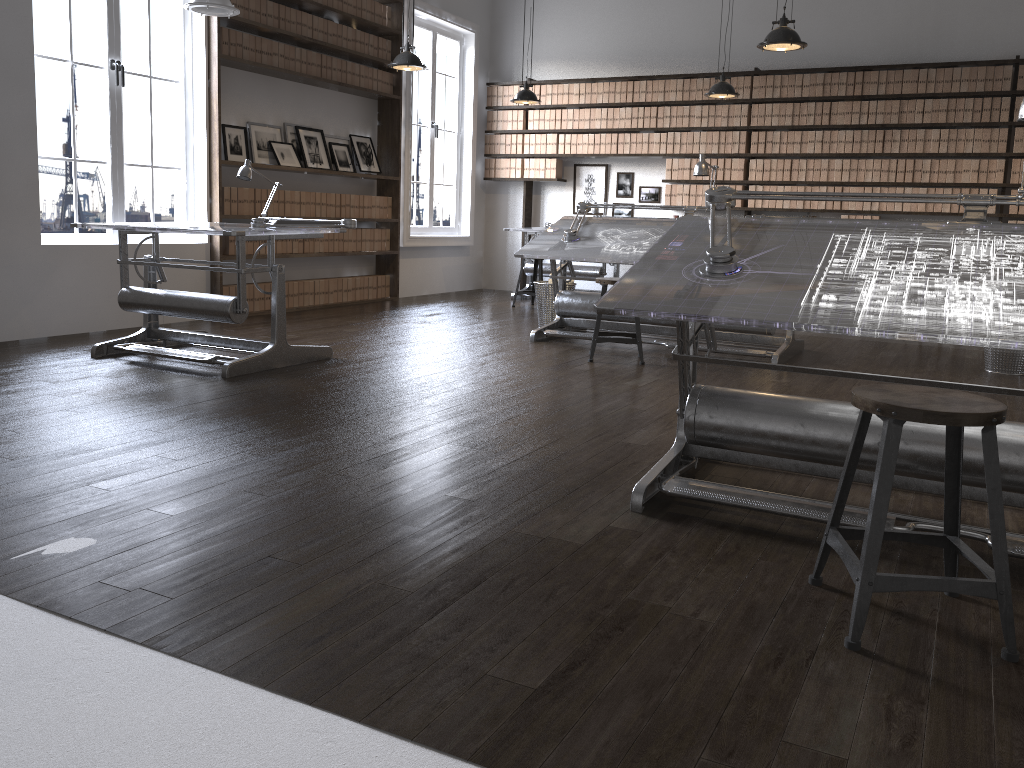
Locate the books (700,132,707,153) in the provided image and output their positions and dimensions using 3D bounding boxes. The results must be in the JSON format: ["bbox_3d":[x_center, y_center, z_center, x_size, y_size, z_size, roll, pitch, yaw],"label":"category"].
[{"bbox_3d":[2.044,-2.540,9.349,0.067,0.224,0.175,6,10,27],"label":"books"}]

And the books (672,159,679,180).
[{"bbox_3d":[1.781,-2.300,9.516,0.067,0.224,0.175,6,10,27],"label":"books"}]

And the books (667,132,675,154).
[{"bbox_3d":[1.728,-2.580,9.508,0.067,0.224,0.175,6,10,27],"label":"books"}]

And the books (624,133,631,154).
[{"bbox_3d":[1.295,-2.631,9.733,0.067,0.224,0.175,6,10,27],"label":"books"}]

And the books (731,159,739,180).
[{"bbox_3d":[2.344,-2.227,9.228,0.067,0.224,0.175,6,10,27],"label":"books"}]

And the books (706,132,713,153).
[{"bbox_3d":[2.100,-2.533,9.322,0.067,0.224,0.175,6,10,27],"label":"books"}]

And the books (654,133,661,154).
[{"bbox_3d":[1.596,-2.591,9.580,0.067,0.224,0.175,6,10,27],"label":"books"}]

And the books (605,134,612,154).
[{"bbox_3d":[1.102,-2.657,9.838,0.067,0.224,0.175,6,10,27],"label":"books"}]

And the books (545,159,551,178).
[{"bbox_3d":[0.451,-2.475,10.205,0.067,0.224,0.175,6,10,27],"label":"books"}]

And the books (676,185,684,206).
[{"bbox_3d":[1.829,-2.027,9.523,0.067,0.224,0.175,6,10,27],"label":"books"}]

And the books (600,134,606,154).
[{"bbox_3d":[1.043,-2.664,9.865,0.067,0.224,0.175,6,10,27],"label":"books"}]

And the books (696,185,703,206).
[{"bbox_3d":[2.019,-2.003,9.430,0.067,0.224,0.175,6,10,27],"label":"books"}]

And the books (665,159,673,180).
[{"bbox_3d":[1.717,-2.308,9.547,0.067,0.224,0.175,6,10,27],"label":"books"}]

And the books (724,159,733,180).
[{"bbox_3d":[2.278,-2.236,9.265,0.067,0.224,0.175,6,10,27],"label":"books"}]

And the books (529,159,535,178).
[{"bbox_3d":[0.273,-2.498,10.292,0.067,0.224,0.175,6,10,27],"label":"books"}]

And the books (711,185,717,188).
[{"bbox_3d":[2.142,-1.985,9.359,0.067,0.224,0.175,6,10,27],"label":"books"}]

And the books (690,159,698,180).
[{"bbox_3d":[1.957,-2.278,9.429,0.067,0.224,0.175,6,10,27],"label":"books"}]

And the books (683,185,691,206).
[{"bbox_3d":[1.893,-2.018,9.488,0.067,0.224,0.175,6,10,27],"label":"books"}]

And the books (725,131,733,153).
[{"bbox_3d":[2.282,-2.509,9.229,0.067,0.224,0.175,6,10,27],"label":"books"}]

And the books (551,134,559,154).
[{"bbox_3d":[0.520,-2.738,10.129,0.067,0.224,0.175,6,10,27],"label":"books"}]

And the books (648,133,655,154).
[{"bbox_3d":[1.541,-2.599,9.610,0.067,0.224,0.175,6,10,27],"label":"books"}]

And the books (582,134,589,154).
[{"bbox_3d":[0.858,-2.688,9.959,0.067,0.224,0.175,6,10,27],"label":"books"}]

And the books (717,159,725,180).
[{"bbox_3d":[2.210,-2.244,9.293,0.067,0.224,0.175,6,10,27],"label":"books"}]

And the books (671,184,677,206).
[{"bbox_3d":[1.774,-2.034,9.553,0.067,0.224,0.175,6,10,27],"label":"books"}]

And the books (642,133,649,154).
[{"bbox_3d":[1.479,-2.606,9.637,0.067,0.224,0.175,6,10,27],"label":"books"}]

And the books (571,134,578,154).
[{"bbox_3d":[0.736,-2.704,10.025,0.067,0.224,0.175,6,10,27],"label":"books"}]

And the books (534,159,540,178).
[{"bbox_3d":[0.329,-2.491,10.265,0.067,0.224,0.175,6,10,27],"label":"books"}]

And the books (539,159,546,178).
[{"bbox_3d":[0.386,-2.482,10.230,0.067,0.224,0.175,6,10,27],"label":"books"}]

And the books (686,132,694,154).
[{"bbox_3d":[1.918,-2.557,9.416,0.067,0.224,0.175,6,10,27],"label":"books"}]

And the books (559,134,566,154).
[{"bbox_3d":[0.600,-2.722,10.092,0.067,0.224,0.175,6,10,27],"label":"books"}]

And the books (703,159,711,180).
[{"bbox_3d":[2.081,-2.261,9.361,0.067,0.224,0.175,6,10,27],"label":"books"}]

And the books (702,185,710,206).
[{"bbox_3d":[2.079,-1.994,9.395,0.067,0.224,0.175,6,10,27],"label":"books"}]

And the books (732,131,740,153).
[{"bbox_3d":[2.343,-2.500,9.194,0.067,0.224,0.175,6,10,27],"label":"books"}]

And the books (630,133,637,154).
[{"bbox_3d":[1.360,-2.623,9.705,0.067,0.224,0.175,6,10,27],"label":"books"}]

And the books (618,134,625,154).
[{"bbox_3d":[1.234,-2.639,9.770,0.067,0.224,0.175,6,10,27],"label":"books"}]

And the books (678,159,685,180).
[{"bbox_3d":[1.838,-2.293,9.489,0.067,0.224,0.175,6,10,27],"label":"books"}]

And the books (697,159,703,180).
[{"bbox_3d":[2.020,-2.270,9.397,0.067,0.224,0.175,6,10,27],"label":"books"}]

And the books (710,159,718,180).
[{"bbox_3d":[2.146,-2.253,9.332,0.067,0.224,0.175,6,10,27],"label":"books"}]

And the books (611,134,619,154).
[{"bbox_3d":[1.165,-2.647,9.799,0.067,0.224,0.175,6,10,27],"label":"books"}]

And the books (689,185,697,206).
[{"bbox_3d":[1.957,-2.010,9.460,0.067,0.224,0.175,6,10,27],"label":"books"}]

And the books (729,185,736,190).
[{"bbox_3d":[2.323,-1.963,9.273,0.067,0.224,0.175,6,10,27],"label":"books"}]

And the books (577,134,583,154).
[{"bbox_3d":[0.798,-2.697,9.995,0.067,0.224,0.175,6,10,27],"label":"books"}]

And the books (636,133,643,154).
[{"bbox_3d":[1.422,-2.615,9.672,0.067,0.224,0.175,6,10,27],"label":"books"}]

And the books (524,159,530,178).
[{"bbox_3d":[0.207,-2.506,10.323,0.067,0.224,0.175,6,10,27],"label":"books"}]

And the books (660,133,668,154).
[{"bbox_3d":[1.659,-2.583,9.546,0.067,0.224,0.175,6,10,27],"label":"books"}]

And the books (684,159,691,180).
[{"bbox_3d":[1.895,-2.285,9.454,0.067,0.224,0.175,6,10,27],"label":"books"}]

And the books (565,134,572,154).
[{"bbox_3d":[0.672,-2.712,10.053,0.067,0.224,0.175,6,10,27],"label":"books"}]

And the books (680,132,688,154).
[{"bbox_3d":[1.857,-2.565,9.449,0.067,0.224,0.175,6,10,27],"label":"books"}]

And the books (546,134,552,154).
[{"bbox_3d":[0.466,-2.747,10.162,0.067,0.224,0.175,6,10,27],"label":"books"}]

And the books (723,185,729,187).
[{"bbox_3d":[2.264,-1.970,9.301,0.067,0.224,0.175,6,10,27],"label":"books"}]

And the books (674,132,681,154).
[{"bbox_3d":[1.794,-2.573,9.478,0.067,0.224,0.175,6,10,27],"label":"books"}]

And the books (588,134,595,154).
[{"bbox_3d":[0.921,-2.679,9.923,0.067,0.224,0.175,6,10,27],"label":"books"}]

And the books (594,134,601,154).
[{"bbox_3d":[0.985,-2.671,9.890,0.067,0.224,0.175,6,10,27],"label":"books"}]

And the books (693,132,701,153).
[{"bbox_3d":[1.978,-2.548,9.380,0.067,0.224,0.175,6,10,27],"label":"books"}]

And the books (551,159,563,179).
[{"bbox_3d":[0.512,-2.467,10.171,0.067,0.224,0.175,6,10,27],"label":"books"}]
